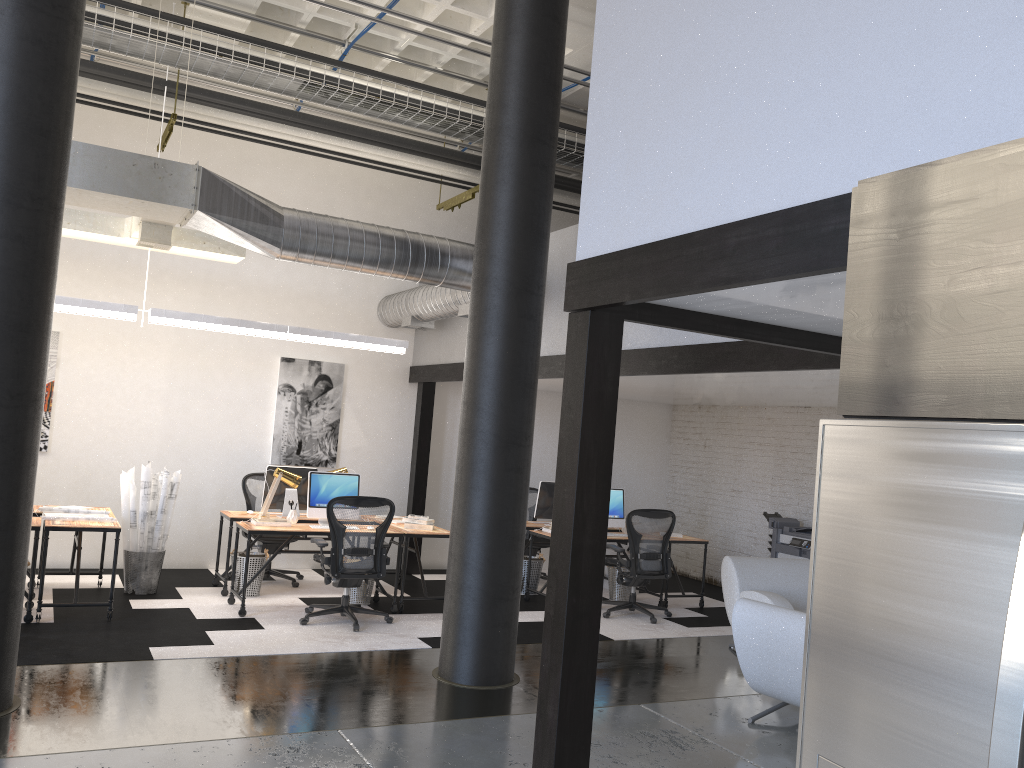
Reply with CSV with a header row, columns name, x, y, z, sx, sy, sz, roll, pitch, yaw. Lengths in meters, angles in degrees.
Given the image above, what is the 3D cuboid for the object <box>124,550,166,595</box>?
name,x,y,z,sx,sy,sz,roll,pitch,yaw
object,-3.320,1.687,7.969,0.353,0.398,0.353,4,-3,17

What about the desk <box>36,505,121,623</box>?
name,x,y,z,sx,sy,sz,roll,pitch,yaw
desk,-3.604,1.451,7.330,0.530,0.724,1.401,6,-3,-28

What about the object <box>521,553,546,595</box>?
name,x,y,z,sx,sy,sz,roll,pitch,yaw
object,0.168,2.036,9.552,0.359,0.434,0.353,6,-3,-31

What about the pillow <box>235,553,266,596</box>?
name,x,y,z,sx,sy,sz,roll,pitch,yaw
pillow,-2.416,1.757,8.167,0.239,0.406,0.119,6,-3,-27

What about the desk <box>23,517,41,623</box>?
name,x,y,z,sx,sy,sz,roll,pitch,yaw
desk,-4.262,1.349,6.497,1.402,0.724,0.529,6,-3,-28

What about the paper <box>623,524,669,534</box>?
name,x,y,z,sx,sy,sz,roll,pitch,yaw
paper,1.510,1.611,9.838,0.083,0.082,1.135,3,-4,37

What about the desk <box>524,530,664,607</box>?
name,x,y,z,sx,sy,sz,roll,pitch,yaw
desk,0.883,1.929,9.198,1.402,0.724,0.529,6,-3,-28

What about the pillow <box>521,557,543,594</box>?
name,x,y,z,sx,sy,sz,roll,pitch,yaw
pillow,0.199,2.048,9.480,0.239,0.406,0.119,6,-3,-27

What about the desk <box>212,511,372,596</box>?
name,x,y,z,sx,sy,sz,roll,pitch,yaw
desk,-2.122,1.648,8.637,1.402,0.724,0.529,6,-3,-28

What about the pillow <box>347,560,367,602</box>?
name,x,y,z,sx,sy,sz,roll,pitch,yaw
pillow,-1.465,1.846,8.343,0.239,0.406,0.119,6,-3,-27

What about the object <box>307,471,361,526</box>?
name,x,y,z,sx,sy,sz,roll,pitch,yaw
object,-1.639,1.052,8.113,0.484,0.485,0.189,6,-3,-28

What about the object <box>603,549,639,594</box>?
name,x,y,z,sx,sy,sz,roll,pitch,yaw
object,1.235,2.158,10.269,0.221,0.454,0.544,6,-3,-28

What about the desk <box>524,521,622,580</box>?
name,x,y,z,sx,sy,sz,roll,pitch,yaw
desk,0.493,1.939,9.950,1.402,0.724,0.529,6,-3,-28

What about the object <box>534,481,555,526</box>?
name,x,y,z,sx,sy,sz,roll,pitch,yaw
object,0.499,1.323,9.771,0.484,0.485,0.189,6,-3,-28

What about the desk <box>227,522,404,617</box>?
name,x,y,z,sx,sy,sz,roll,pitch,yaw
desk,-1.733,1.638,7.885,1.402,0.724,0.529,6,-3,-28

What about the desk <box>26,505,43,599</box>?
name,x,y,z,sx,sy,sz,roll,pitch,yaw
desk,-4.652,1.359,7.249,1.402,0.724,0.529,6,-3,-28

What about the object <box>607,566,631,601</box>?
name,x,y,z,sx,sy,sz,roll,pitch,yaw
object,1.184,2.122,9.584,0.359,0.434,0.353,6,-3,-31

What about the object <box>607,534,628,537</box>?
name,x,y,z,sx,sy,sz,roll,pitch,yaw
object,1.039,1.570,9.208,0.439,0.017,0.118,6,-4,-28

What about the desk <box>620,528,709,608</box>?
name,x,y,z,sx,sy,sz,roll,pitch,yaw
desk,1.540,2.030,10.032,0.530,0.724,1.401,6,-3,-28

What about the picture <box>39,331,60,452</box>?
name,x,y,z,sx,sy,sz,roll,pitch,yaw
picture,-4.829,0.038,8.547,0.731,1.182,0.049,6,-3,-28

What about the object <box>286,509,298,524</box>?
name,x,y,z,sx,sy,sz,roll,pitch,yaw
object,-1.979,1.197,8.002,0.101,0.126,0.101,4,-3,17

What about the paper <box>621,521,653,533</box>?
name,x,y,z,sx,sy,sz,roll,pitch,yaw
paper,1.433,1.613,9.986,0.083,0.082,1.135,3,-3,27

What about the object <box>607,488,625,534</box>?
name,x,y,z,sx,sy,sz,roll,pitch,yaw
object,0.977,1.343,9.426,0.484,0.485,0.189,6,-3,-28

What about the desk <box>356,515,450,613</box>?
name,x,y,z,sx,sy,sz,roll,pitch,yaw
desk,-1.075,1.739,8.719,0.530,0.724,1.401,6,-3,-28

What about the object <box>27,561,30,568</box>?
name,x,y,z,sx,sy,sz,roll,pitch,yaw
object,-3.961,1.543,6.883,0.359,0.434,0.353,6,-3,-31

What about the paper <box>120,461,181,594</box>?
name,x,y,z,sx,sy,sz,roll,pitch,yaw
paper,-3.297,1.275,7.965,0.412,1.197,0.441,3,-3,40

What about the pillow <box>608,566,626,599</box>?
name,x,y,z,sx,sy,sz,roll,pitch,yaw
pillow,1.150,2.137,9.655,0.239,0.406,0.119,6,-3,-27

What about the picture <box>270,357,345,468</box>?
name,x,y,z,sx,sy,sz,roll,pitch,yaw
picture,-2.277,0.326,9.897,0.731,1.182,0.049,6,-3,-28

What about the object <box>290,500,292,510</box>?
name,x,y,z,sx,sy,sz,roll,pitch,yaw
object,-1.988,1.154,7.996,0.054,0.207,0.008,4,-3,27

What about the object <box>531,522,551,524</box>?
name,x,y,z,sx,sy,sz,roll,pitch,yaw
object,0.399,1.559,9.970,0.439,0.017,0.118,6,-4,-28

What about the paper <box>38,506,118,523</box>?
name,x,y,z,sx,sy,sz,roll,pitch,yaw
paper,-3.542,1.063,7.225,0.568,0.061,0.626,7,-4,-30

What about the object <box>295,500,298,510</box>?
name,x,y,z,sx,sy,sz,roll,pitch,yaw
object,-1.967,1.157,8.016,0.054,0.207,0.008,7,-3,-45
